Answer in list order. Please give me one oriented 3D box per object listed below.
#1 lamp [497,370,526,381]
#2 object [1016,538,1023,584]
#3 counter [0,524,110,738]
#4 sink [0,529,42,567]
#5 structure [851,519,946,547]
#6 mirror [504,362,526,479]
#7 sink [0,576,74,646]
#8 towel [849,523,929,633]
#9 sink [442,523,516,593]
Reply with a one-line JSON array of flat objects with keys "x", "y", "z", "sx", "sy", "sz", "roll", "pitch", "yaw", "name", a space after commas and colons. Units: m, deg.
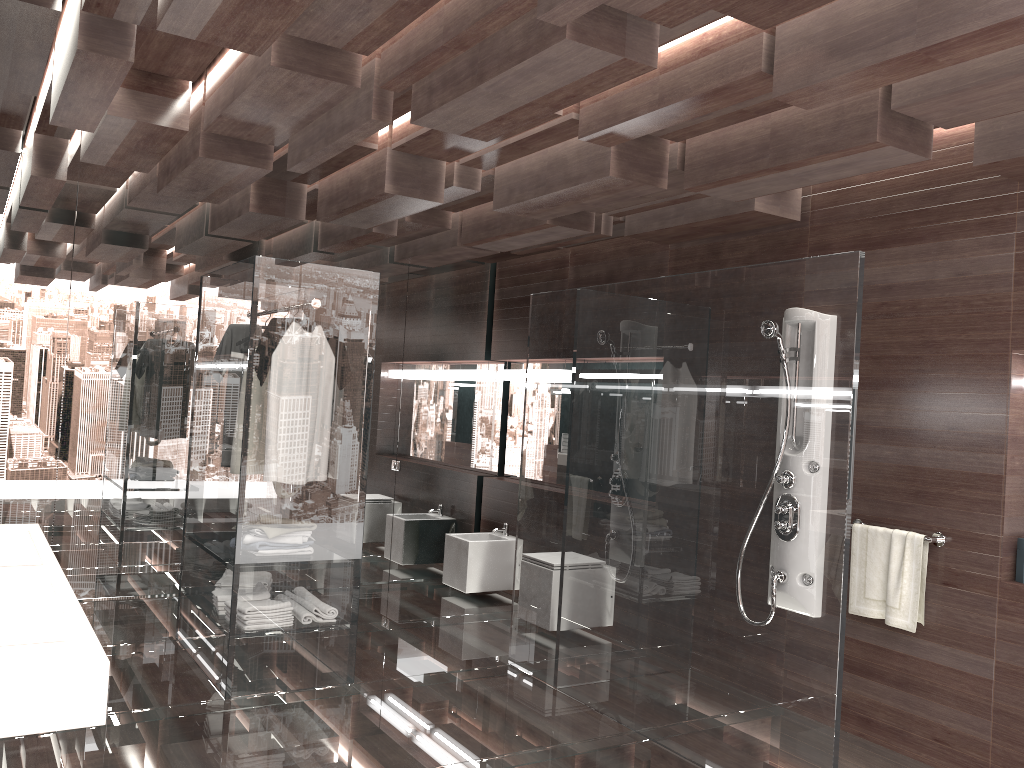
[{"x": 0.171, "y": -0.063, "z": 6.622, "sx": 0.082, "sy": 0.082, "sz": 0.950, "roll": 4, "pitch": -2, "yaw": -32, "name": "lamp"}, {"x": 2.071, "y": 0.705, "z": 3.526, "sx": 0.105, "sy": 0.173, "sz": 0.048, "roll": 4, "pitch": -1, "yaw": -4, "name": "object"}, {"x": -1.561, "y": 0.613, "z": 2.538, "sx": 0.488, "sy": 0.131, "sz": 1.954, "roll": 4, "pitch": -2, "yaw": -32, "name": "counter"}, {"x": -1.808, "y": 0.474, "z": 2.912, "sx": 0.427, "sy": 0.193, "sz": 0.681, "roll": 4, "pitch": -2, "yaw": -32, "name": "sink"}, {"x": 1.668, "y": 0.652, "z": 3.892, "sx": 0.071, "sy": 0.061, "sz": 0.455, "roll": 4, "pitch": -2, "yaw": -32, "name": "structure"}, {"x": -0.428, "y": 0.185, "z": 3.843, "sx": 4.126, "sy": 0.916, "sz": 5.081, "roll": 4, "pitch": -2, "yaw": -32, "name": "mirror"}, {"x": -1.332, "y": 0.486, "z": 2.149, "sx": 0.427, "sy": 0.193, "sz": 0.681, "roll": 4, "pitch": -2, "yaw": -32, "name": "sink"}, {"x": 1.631, "y": 0.836, "z": 3.868, "sx": 0.097, "sy": 0.414, "sz": 0.352, "roll": 5, "pitch": -2, "yaw": -39, "name": "towel"}, {"x": -0.203, "y": 1.240, "z": 6.438, "sx": 0.469, "sy": 0.456, "sz": 0.357, "roll": 4, "pitch": -2, "yaw": -32, "name": "sink"}]
